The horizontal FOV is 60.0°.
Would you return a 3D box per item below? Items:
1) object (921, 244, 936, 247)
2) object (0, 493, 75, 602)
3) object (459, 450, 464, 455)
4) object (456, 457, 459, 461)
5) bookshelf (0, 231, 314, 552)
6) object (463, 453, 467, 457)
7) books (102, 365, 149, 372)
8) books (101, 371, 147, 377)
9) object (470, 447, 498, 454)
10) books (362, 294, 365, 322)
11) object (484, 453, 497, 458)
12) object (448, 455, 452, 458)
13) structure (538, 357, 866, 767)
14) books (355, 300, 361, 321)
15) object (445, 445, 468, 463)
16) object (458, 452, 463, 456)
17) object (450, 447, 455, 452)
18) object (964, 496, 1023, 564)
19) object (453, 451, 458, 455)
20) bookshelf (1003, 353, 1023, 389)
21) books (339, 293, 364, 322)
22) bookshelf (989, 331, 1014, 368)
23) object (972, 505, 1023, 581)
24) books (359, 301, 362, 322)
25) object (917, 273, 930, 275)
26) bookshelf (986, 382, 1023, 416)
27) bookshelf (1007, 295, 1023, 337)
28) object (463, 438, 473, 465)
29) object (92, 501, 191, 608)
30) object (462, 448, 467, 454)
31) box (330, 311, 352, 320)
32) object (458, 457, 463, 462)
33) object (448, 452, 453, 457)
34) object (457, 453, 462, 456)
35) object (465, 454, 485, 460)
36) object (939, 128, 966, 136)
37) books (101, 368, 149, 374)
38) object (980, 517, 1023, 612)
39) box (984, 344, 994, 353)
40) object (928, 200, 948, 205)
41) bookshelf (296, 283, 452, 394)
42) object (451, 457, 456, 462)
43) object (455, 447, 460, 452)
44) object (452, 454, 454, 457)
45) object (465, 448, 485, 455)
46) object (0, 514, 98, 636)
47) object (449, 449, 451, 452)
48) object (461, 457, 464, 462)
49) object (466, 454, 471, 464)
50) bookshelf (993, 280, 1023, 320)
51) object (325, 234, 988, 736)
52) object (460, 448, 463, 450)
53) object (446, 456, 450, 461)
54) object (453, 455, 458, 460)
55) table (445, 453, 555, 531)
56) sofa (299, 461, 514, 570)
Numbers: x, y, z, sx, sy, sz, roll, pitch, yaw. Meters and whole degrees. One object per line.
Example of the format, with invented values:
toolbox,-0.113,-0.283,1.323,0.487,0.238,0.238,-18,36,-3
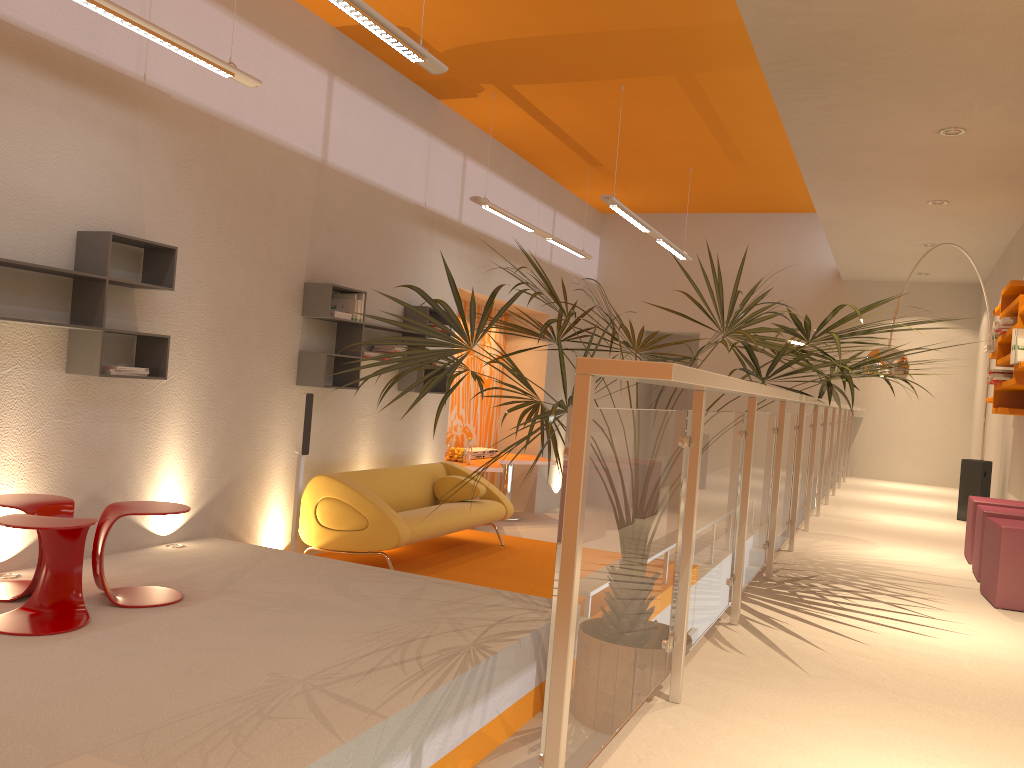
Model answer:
object,4.224,-1.422,8.974,0.143,0.059,0.143,5,0,-5
object,-2.356,0.784,4.292,0.420,0.450,0.391,5,0,23
object,-0.547,0.744,9.654,0.053,0.051,0.063,5,0,14
object,-0.597,0.814,9.709,0.057,0.060,0.052,5,0,-26
bookshelf,-2.282,0.241,4.990,0.322,2.145,3.370,5,0,25
object,-0.519,0.773,9.731,0.063,0.051,0.053,5,0,27
books,-2.244,-0.093,5.054,0.230,0.017,0.227,5,0,23
books,-2.243,-0.061,5.040,0.190,0.015,0.254,5,0,24
object,-0.350,0.799,10.603,0.262,0.049,0.349,5,0,23
books,-1.296,-0.617,7.149,0.230,0.227,0.017,5,0,23
object,-0.359,0.847,10.606,0.250,0.049,0.349,5,0,23
object,-0.670,0.780,9.716,0.051,0.055,0.061,5,0,38
structure,2.331,0.592,6.586,0.195,0.900,11.050,5,0,23
books,-1.320,-0.591,7.083,0.230,0.169,0.027,5,0,23
object,-0.604,0.762,9.696,0.207,0.174,0.189,5,0,23
object,-0.563,0.768,9.694,0.064,0.053,0.051,5,0,-29
object,-0.646,0.718,9.646,0.050,0.060,0.059,5,0,-32
object,2.984,0.902,5.381,0.390,0.377,0.390,5,0,23
object,-0.613,0.750,9.662,0.055,0.051,0.061,5,0,-37
bookshelf,3.291,-0.095,5.591,0.220,0.220,1.150,5,0,23
books,-1.297,-0.617,7.129,0.230,0.227,0.017,5,0,23
bookshelf,3.773,-0.234,6.675,0.220,0.220,1.150,5,0,23
object,2.736,0.881,4.807,0.390,0.377,0.390,5,0,23
books,-1.316,-0.590,7.112,0.230,0.169,0.027,5,0,23
object,4.996,-1.357,10.765,0.143,0.059,0.143,5,0,-5
bookshelf,3.744,0.123,6.675,0.220,0.220,1.150,5,0,23
bookshelf,3.320,-0.451,5.591,0.220,0.220,1.150,5,0,23
object,-0.464,0.717,9.531,0.101,0.288,0.088,5,0,-7
object,-1.821,0.828,4.361,0.420,0.450,0.391,5,0,-37
object,-0.525,0.733,9.703,0.052,0.060,0.057,5,0,-43
box,-1.409,-0.537,6.903,0.232,0.047,0.232,5,0,23
object,-0.563,0.822,9.623,0.053,0.053,0.061,5,0,13
object,-0.666,0.765,9.657,0.053,0.054,0.061,5,0,15
object,-0.566,0.771,9.616,0.053,0.055,0.060,5,0,12
object,-0.494,0.835,10.277,0.262,0.049,0.349,5,0,23
object,2.681,-1.554,5.395,0.143,0.059,0.143,5,0,-5
books,-2.235,-0.076,5.045,0.190,0.015,0.254,5,0,30
object,2.469,0.858,4.187,0.390,0.377,0.390,5,0,18
box,3.840,-0.271,6.948,0.232,0.047,0.232,5,0,23
object,3.452,-1.488,7.185,0.143,0.059,0.143,5,0,-5
bookshelf,-1.109,-0.339,7.644,0.252,0.790,2.000,5,0,23
object,-0.637,0.820,9.664,0.050,0.055,0.061,5,0,14
object,-0.592,0.720,9.701,0.051,0.053,0.063,5,0,-30
object,-0.639,0.779,9.713,0.051,0.053,0.062,5,0,-24
object,-0.490,0.787,10.277,0.262,0.049,0.349,5,0,23
object,-2.029,0.810,3.851,0.391,0.450,0.420,5,0,-7
object,-0.663,0.730,9.711,0.051,0.053,0.063,5,0,-19
object,-0.546,0.824,9.681,0.061,0.053,0.053,5,0,11
object,-0.470,0.807,9.516,0.060,0.106,0.060,5,0,-34
bookshelf,3.802,-0.589,6.676,0.220,0.220,1.150,5,0,23
object,0.513,0.391,4.361,3.098,2.600,3.241,5,0,32
object,-0.554,0.727,9.747,0.063,0.051,0.053,5,0,16
object,-0.696,0.813,9.663,0.053,0.052,0.062,5,0,8
object,-0.611,0.798,9.629,0.052,0.053,0.062,5,0,5
table,-0.253,1.261,10.350,0.969,0.760,2.573,5,0,23
sofa,-0.808,1.081,7.508,0.929,0.706,2.081,5,0,23
